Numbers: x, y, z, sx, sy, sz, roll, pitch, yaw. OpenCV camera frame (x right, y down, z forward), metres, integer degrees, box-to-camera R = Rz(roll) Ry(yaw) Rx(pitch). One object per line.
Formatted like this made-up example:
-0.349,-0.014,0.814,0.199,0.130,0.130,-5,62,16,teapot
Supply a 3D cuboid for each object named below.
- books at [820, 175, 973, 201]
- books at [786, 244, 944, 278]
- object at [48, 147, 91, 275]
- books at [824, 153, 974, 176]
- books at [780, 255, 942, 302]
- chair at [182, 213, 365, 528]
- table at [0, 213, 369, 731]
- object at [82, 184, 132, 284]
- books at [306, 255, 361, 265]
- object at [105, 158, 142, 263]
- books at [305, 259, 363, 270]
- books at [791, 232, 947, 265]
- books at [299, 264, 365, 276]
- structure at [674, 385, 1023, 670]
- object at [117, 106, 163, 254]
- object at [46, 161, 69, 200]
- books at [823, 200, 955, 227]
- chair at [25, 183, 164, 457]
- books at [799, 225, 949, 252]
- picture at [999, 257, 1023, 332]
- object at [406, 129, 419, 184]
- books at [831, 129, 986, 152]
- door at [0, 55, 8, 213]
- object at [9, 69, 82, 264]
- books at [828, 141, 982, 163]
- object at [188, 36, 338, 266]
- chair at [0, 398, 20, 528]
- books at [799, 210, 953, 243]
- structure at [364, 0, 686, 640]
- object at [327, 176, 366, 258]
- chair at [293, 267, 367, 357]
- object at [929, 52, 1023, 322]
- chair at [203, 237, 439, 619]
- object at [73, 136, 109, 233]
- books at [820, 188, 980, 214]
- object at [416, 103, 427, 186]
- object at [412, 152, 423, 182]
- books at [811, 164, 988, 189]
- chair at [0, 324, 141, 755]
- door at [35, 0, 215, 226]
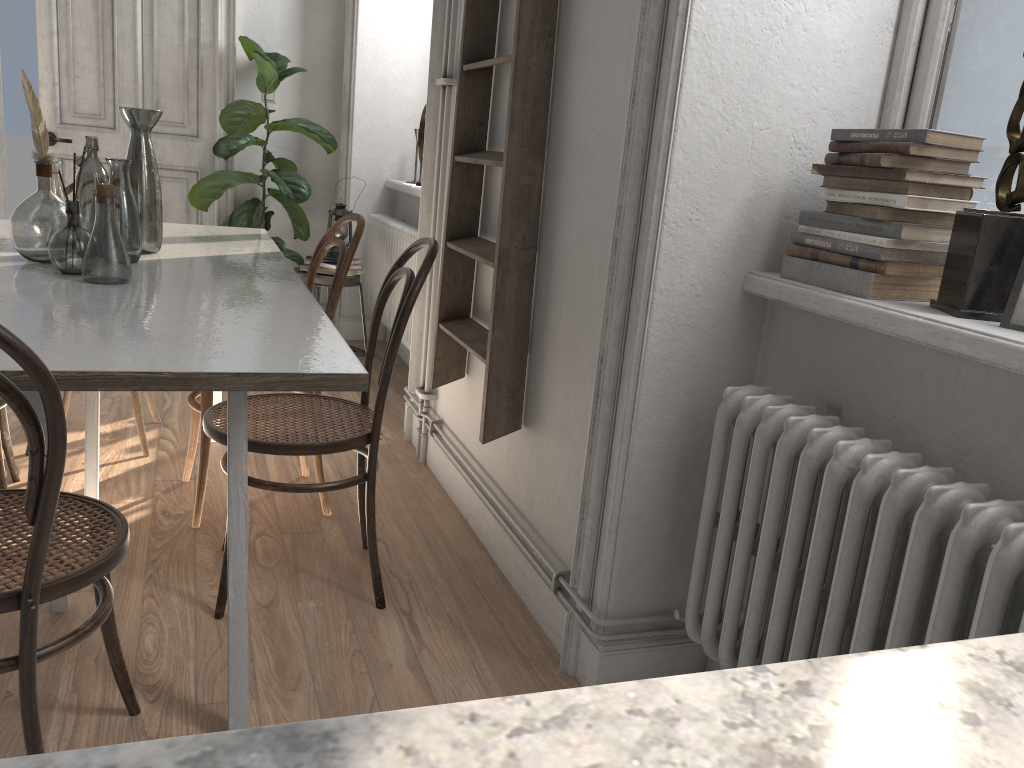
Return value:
0.686,-0.353,1.592,0.155,0.022,0.205,-1,16,-25,books
0.658,-0.228,1.634,0.175,0.023,0.249,-1,16,-24,books
-0.992,-0.391,2.003,0.106,0.284,0.106,-1,16,-25,object
0.686,-0.397,1.594,0.162,0.023,0.231,4,14,-5,books
0.655,-0.197,1.644,0.192,0.043,0.247,0,15,-20,books
-0.755,-0.076,2.739,0.549,0.922,0.437,0,16,-22,chair
-1.139,0.069,2.308,1.100,0.781,2.195,0,15,-20,table
-0.891,-0.331,1.947,0.101,0.212,0.101,10,15,18,object
-0.844,-0.590,4.208,0.221,0.027,0.147,8,15,11,books
-0.990,-0.437,2.240,0.100,0.255,0.098,-8,20,-42,object
-0.847,-0.569,4.215,0.231,0.029,0.162,17,18,39,books
0.660,-0.250,1.628,0.175,0.023,0.249,0,15,-19,books
-0.856,-0.547,4.231,0.246,0.034,0.193,11,15,19,books
0.692,0.455,1.113,0.194,0.553,1.574,0,15,-20,structure
-1.016,-0.554,2.429,0.116,0.383,0.115,3,15,-9,object
-1.305,-0.520,2.521,0.132,0.220,0.132,-3,17,-30,object
0.682,-0.309,1.603,0.155,0.022,0.204,4,14,-6,books
-1.473,-0.254,3.166,0.438,0.922,0.548,2,15,-12,chair
0.679,-0.266,1.619,0.192,0.014,0.255,1,15,-17,books
0.860,-0.183,1.246,0.148,0.265,0.221,-5,18,-36,picture
-0.520,-1.237,4.827,0.095,0.289,0.095,6,15,2,object
0.701,-0.436,1.579,0.159,0.024,0.200,-3,16,-30,books
-3.211,-1.746,4.493,1.097,2.820,0.215,0,15,-19,door
-1.114,-0.514,2.109,0.157,0.447,0.156,5,15,-3,object
0.692,-0.414,1.576,0.155,0.020,0.205,0,15,-20,books
-0.747,-0.491,2.486,0.792,1.846,5.814,2,15,-15,object
-1.641,-0.081,2.425,0.549,0.922,0.437,-1,16,-24,chair
0.682,-0.286,1.616,0.193,0.028,0.245,-1,16,-25,books
0.181,-1.722,2.312,0.340,4.483,5.171,0,15,-20,structure
-0.794,-0.783,4.156,0.163,0.384,0.154,19,20,41,object
-0.918,-0.286,4.305,0.363,0.524,0.360,19,20,41,chair
0.771,-0.347,1.372,0.102,0.489,0.121,6,15,4,object
-0.493,0.075,2.247,0.549,0.922,0.437,2,15,-13,chair
-1.093,-0.490,2.312,0.086,0.302,0.086,-4,18,-34,object
0.690,-0.330,1.596,0.158,0.024,0.222,0,15,-20,books
-0.432,-1.253,4.644,0.087,0.426,0.347,9,15,12,object
-0.504,-1.268,4.952,0.095,0.289,0.095,8,15,11,object
0.687,-0.374,1.592,0.174,0.019,0.243,0,15,-20,books
-0.856,0.257,1.394,0.438,0.922,0.548,3,15,-8,chair
-2.173,-1.785,5.039,1.097,2.820,0.216,7,15,4,door
